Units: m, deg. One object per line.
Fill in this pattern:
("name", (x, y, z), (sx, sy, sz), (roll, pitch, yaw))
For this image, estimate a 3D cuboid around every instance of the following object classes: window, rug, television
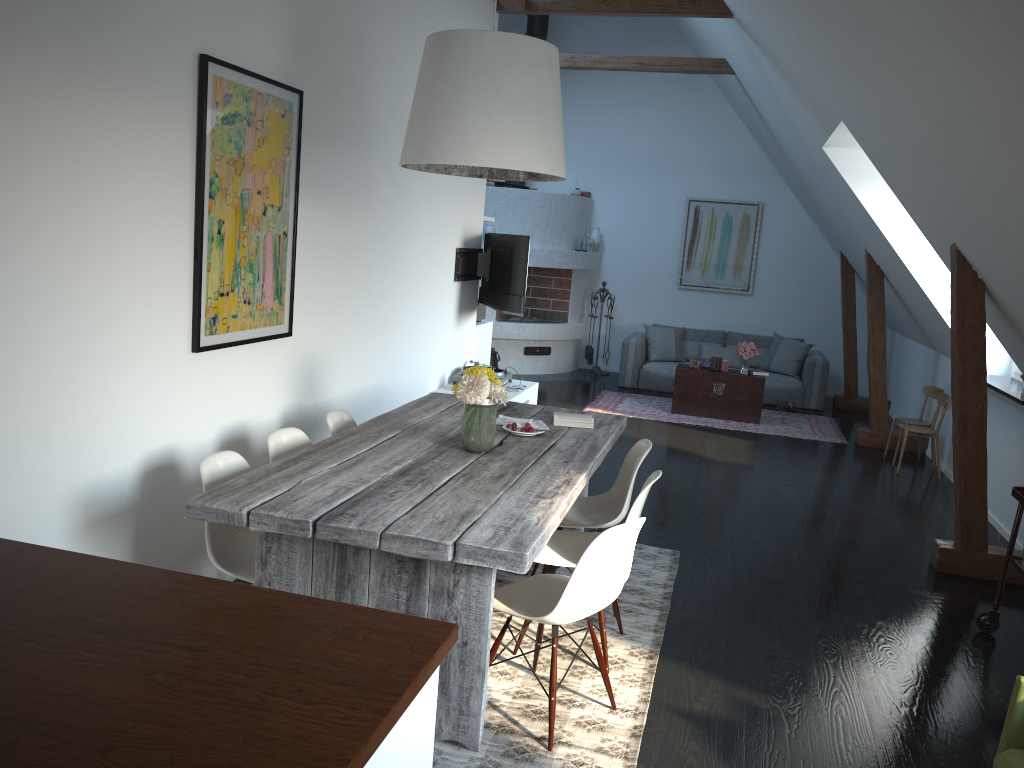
("window", (0.586, -2.136, 4.770), (5.959, 4.249, 8.018), (7, 10, 13))
("rug", (2.158, 0.326, 9.534), (2.647, 0.029, 1.512), (7, 10, 14))
("television", (-0.303, -0.922, 7.281), (0.537, 0.652, 1.005), (1, 10, -21))
("rug", (-0.278, 1.029, 4.022), (1.898, 0.022, 2.677), (7, 10, 13))

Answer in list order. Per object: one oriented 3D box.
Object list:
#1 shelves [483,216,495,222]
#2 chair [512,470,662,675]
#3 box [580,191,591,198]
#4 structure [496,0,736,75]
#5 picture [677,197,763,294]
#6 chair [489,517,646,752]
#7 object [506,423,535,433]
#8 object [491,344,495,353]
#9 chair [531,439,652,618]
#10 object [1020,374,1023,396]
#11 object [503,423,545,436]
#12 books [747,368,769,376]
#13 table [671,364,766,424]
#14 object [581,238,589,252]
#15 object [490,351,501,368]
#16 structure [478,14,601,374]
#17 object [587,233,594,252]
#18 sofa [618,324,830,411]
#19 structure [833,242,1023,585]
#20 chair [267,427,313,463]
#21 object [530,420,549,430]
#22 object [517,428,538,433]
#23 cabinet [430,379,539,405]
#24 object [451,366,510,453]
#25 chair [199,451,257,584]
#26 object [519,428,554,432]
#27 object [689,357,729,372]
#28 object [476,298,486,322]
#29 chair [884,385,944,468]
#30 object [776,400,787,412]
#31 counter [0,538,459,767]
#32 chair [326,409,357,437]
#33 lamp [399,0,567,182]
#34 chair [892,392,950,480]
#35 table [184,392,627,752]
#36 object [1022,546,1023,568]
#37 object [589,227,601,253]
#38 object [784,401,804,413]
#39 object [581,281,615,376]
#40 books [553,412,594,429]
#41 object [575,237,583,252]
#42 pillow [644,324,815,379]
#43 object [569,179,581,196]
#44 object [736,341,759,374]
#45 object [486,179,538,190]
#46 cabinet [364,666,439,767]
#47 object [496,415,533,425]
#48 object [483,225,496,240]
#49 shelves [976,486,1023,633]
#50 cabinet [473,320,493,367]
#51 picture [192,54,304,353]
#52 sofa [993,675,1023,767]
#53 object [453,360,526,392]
("shelves", (-0.986, -1.533, 7.928), (1.604, 0.038, 0.478), (7, 10, 13))
("chair", (0.315, 0.727, 3.728), (0.542, 0.801, 0.465), (7, 10, 14))
("box", (0.931, -2.539, 11.887), (0.229, 0.078, 0.127), (7, 10, 13))
("structure", (-1.474, -3.374, 7.033), (10.230, 3.562, 15.910), (8, 10, 19))
("picture", (2.708, -1.810, 11.604), (0.965, 1.185, 0.025), (7, 10, 13))
("chair", (0.168, 0.805, 3.175), (0.542, 0.801, 0.465), (12, 12, 39))
("object", (0.043, 0.210, 4.225), (0.132, 0.034, 0.144), (2, 10, -14))
("object", (-0.355, -0.329, 10.901), (0.240, 0.370, 0.270), (7, 10, 13))
("chair", (0.357, 0.645, 4.248), (0.542, 0.801, 0.465), (5, 9, 0))
("object", (3.352, -0.155, 5.766), (0.309, 0.461, 0.131), (10, 11, 32))
("object", (0.057, 0.222, 4.234), (0.205, 0.024, 0.205), (6, 9, 6))
("books", (2.598, -0.127, 9.427), (0.179, 0.034, 0.243), (3, 9, -8))
("table", (2.200, 0.097, 9.468), (0.962, 0.492, 0.471), (7, 10, 13))
("object", (0.950, -1.822, 11.609), (0.092, 0.180, 0.092), (11, 11, 36))
("object", (-0.344, -0.249, 10.929), (0.384, 0.313, 0.384), (12, 12, 39))
("structure", (-0.247, -2.667, 12.165), (3.058, 4.752, 3.049), (8, 10, 22))
("object", (1.029, -1.874, 11.732), (0.150, 0.258, 0.081), (-4, 13, -42))
("sofa", (2.635, -0.271, 11.093), (2.458, 0.770, 1.107), (7, 10, 13))
("structure", (2.787, 0.193, 4.694), (1.023, 1.963, 12.350), (7, 10, 13))
("chair", (-0.789, 0.624, 3.809), (0.542, 0.801, 0.465), (8, 10, 19))
("object", (0.082, 0.199, 4.412), (0.182, 0.014, 0.185), (3, 9, -12))
("object", (0.074, 0.220, 4.231), (0.110, 0.011, 0.058), (8, 10, 17))
("cabinet", (-0.206, 0.276, 7.143), (0.623, 0.507, 1.069), (7, 10, 13))
("object", (-0.142, 0.104, 3.783), (0.233, 0.365, 0.293), (2, 10, -15))
("chair", (-0.907, 0.689, 3.355), (0.542, 0.801, 0.465), (7, 10, 14))
("object", (0.112, 0.217, 4.226), (0.194, 0.022, 0.019), (10, 11, 29))
("object", (2.122, -0.225, 9.481), (0.413, 0.138, 0.215), (9, 10, 25))
("object", (-0.504, -0.669, 7.964), (0.435, 0.211, 0.496), (7, 10, 13))
("chair", (3.595, 0.362, 7.906), (0.342, 0.696, 0.329), (4, 9, -3))
("object", (3.098, 0.251, 10.223), (0.101, 0.090, 0.277), (5, 9, 2))
("counter", (-0.488, 0.716, 0.321), (3.365, 0.038, 3.085), (7, 10, 13))
("chair", (-0.645, 0.552, 4.320), (0.542, 0.801, 0.465), (6, 9, 9))
("lamp", (-0.035, -2.260, 3.451), (0.757, 2.813, 0.697), (0, 10, -26))
("chair", (3.476, 0.415, 7.524), (0.342, 0.696, 0.329), (7, 10, 15))
("table", (-0.240, 0.654, 3.939), (1.141, 0.788, 2.421), (7, 10, 13))
("object", (2.364, 0.763, 4.028), (0.087, 0.155, 0.087), (2, 10, -14))
("object", (1.115, -1.915, 11.892), (0.165, 0.368, 0.165), (2, 10, -14))
("object", (3.259, 0.264, 10.219), (0.101, 0.090, 0.277), (-1, 11, -29))
("object", (1.177, -0.750, 11.847), (0.376, 1.245, 0.376), (4, 9, -6))
("books", (0.317, 0.177, 4.583), (0.202, 0.042, 0.251), (5, 9, 2))
("object", (0.867, -1.806, 11.471), (0.092, 0.180, 0.092), (13, 12, 41))
("pillow", (2.644, -0.429, 10.967), (2.075, 0.515, 0.444), (7, 10, 13))
("object", (0.838, -2.581, 11.651), (0.066, 0.221, 0.231), (13, 13, 43))
("object", (2.466, -0.286, 9.350), (0.234, 0.351, 0.235), (0, 10, -26))
("object", (-0.065, -2.492, 11.070), (0.783, 0.094, 0.311), (5, 9, -1))
("cabinet", (-0.888, 0.393, 0.352), (4.208, 2.369, 3.033), (7, 10, 14))
("object", (0.006, 0.186, 4.447), (0.182, 0.016, 0.179), (6, 9, 8))
("object", (-0.282, -1.817, 10.890), (0.158, 0.274, 0.158), (-2, 12, -37))
("shelves", (2.419, 0.914, 3.837), (0.438, 0.732, 0.803), (6, 9, 10))
("cabinet", (-0.705, -0.140, 8.151), (0.869, 0.921, 0.638), (7, 10, 13))
("picture", (-1.159, -0.765, 3.947), (0.036, 1.181, 0.808), (7, 10, 13))
("sofa", (1.557, 1.192, 1.433), (0.898, 0.825, 2.093), (7, 9, 12))
("object", (-0.178, -0.057, 7.123), (0.558, 0.162, 0.742), (6, 9, 11))
